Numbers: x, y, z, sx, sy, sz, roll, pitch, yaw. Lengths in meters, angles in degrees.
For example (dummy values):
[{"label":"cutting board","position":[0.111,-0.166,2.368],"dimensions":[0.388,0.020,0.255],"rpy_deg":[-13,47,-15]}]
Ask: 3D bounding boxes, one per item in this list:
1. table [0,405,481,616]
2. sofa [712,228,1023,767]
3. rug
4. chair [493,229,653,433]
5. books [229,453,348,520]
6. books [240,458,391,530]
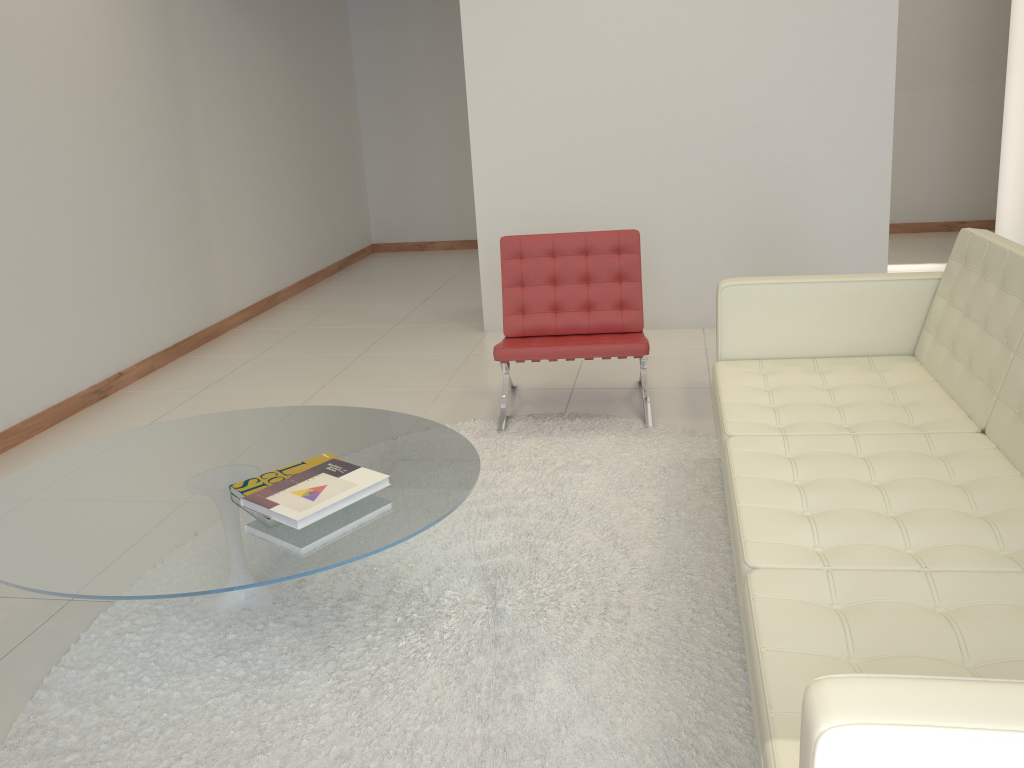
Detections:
[{"label":"table","position":[-0.846,0.480,2.750],"dimensions":[1.537,0.398,1.341],"rpy_deg":[-1,18,9]},{"label":"sofa","position":[1.062,0.249,2.221],"dimensions":[1.000,0.909,2.605],"rpy_deg":[-1,18,11]},{"label":"rug","position":[-0.048,0.668,2.644],"dimensions":[2.442,0.004,3.380],"rpy_deg":[0,18,12]},{"label":"chair","position":[0.287,-0.280,4.238],"dimensions":[0.700,0.805,0.717],"rpy_deg":[-2,16,6]},{"label":"books","position":[-0.622,0.291,2.595],"dimensions":[0.326,0.026,0.257],"rpy_deg":[-18,22,-37]},{"label":"books","position":[-0.545,0.298,2.470],"dimensions":[0.257,0.026,0.327],"rpy_deg":[11,23,38]}]
